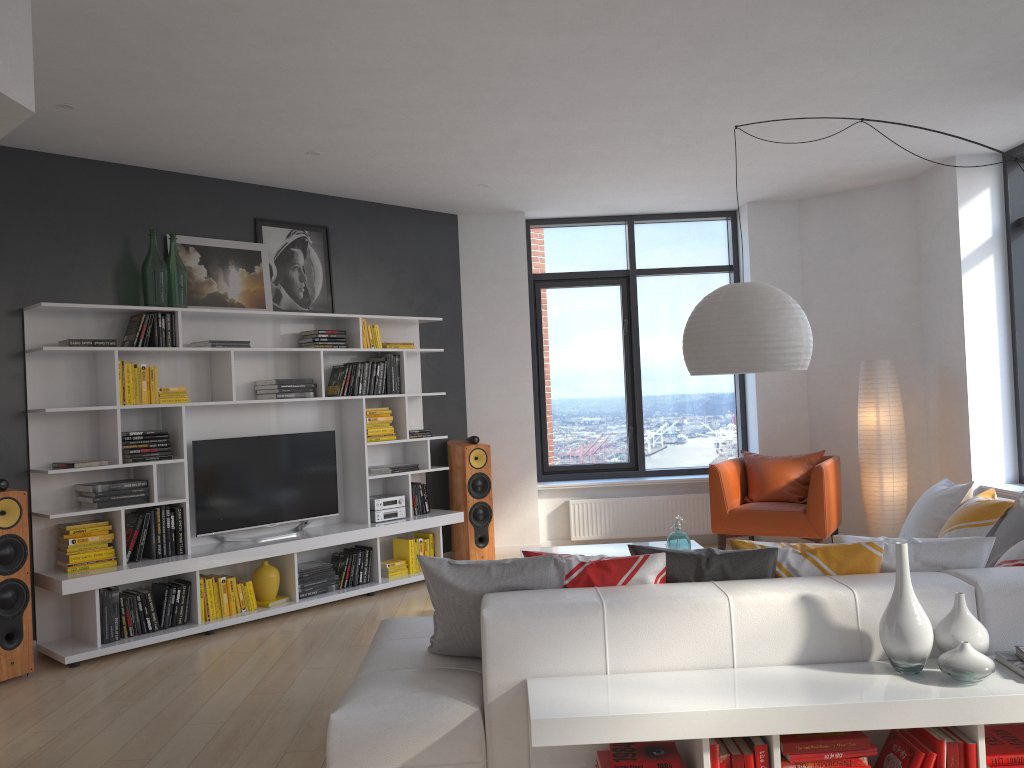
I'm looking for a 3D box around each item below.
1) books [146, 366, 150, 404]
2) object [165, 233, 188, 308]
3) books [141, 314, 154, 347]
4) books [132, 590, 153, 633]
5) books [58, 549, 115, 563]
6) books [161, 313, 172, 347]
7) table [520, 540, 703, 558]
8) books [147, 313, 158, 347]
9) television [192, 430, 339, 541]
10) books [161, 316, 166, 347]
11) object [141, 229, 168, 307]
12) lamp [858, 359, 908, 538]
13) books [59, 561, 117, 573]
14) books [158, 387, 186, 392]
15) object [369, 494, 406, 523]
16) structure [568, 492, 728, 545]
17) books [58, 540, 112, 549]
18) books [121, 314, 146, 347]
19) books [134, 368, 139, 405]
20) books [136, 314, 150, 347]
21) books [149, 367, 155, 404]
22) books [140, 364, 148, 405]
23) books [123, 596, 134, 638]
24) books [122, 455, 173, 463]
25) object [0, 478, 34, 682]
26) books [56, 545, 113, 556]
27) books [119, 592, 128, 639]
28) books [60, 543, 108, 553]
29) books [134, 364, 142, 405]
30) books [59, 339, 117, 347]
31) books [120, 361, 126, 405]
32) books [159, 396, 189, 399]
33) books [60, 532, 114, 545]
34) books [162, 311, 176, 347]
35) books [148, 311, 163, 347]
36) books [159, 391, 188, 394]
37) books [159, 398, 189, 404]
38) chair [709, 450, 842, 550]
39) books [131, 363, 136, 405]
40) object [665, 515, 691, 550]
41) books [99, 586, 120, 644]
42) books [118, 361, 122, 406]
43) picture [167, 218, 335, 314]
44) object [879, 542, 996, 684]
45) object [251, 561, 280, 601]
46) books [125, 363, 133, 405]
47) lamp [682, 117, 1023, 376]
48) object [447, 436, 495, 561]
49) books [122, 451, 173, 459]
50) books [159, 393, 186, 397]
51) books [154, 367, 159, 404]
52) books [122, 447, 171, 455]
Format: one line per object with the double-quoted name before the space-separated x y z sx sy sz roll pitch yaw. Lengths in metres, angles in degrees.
"books" -2.310 0.011 5.544 0.169 0.239 0.023 -3 -1 44
"object" -2.190 -0.727 5.753 0.157 0.507 0.157 -2 -1 -32
"books" -2.306 -0.326 5.548 0.154 0.212 0.074 -3 -1 43
"books" -2.250 1.379 5.373 0.177 0.242 0.066 -3 -1 44
"books" -2.534 1.014 5.276 0.198 0.044 0.255 -3 -1 44
"books" -2.219 -0.331 5.640 0.169 0.218 0.038 -3 -1 44
"table" 0.612 1.216 5.026 1.091 0.435 1.091 -3 -1 -1
"books" -2.273 -0.330 5.583 0.156 0.221 0.021 -3 -1 44
"television" -1.692 0.709 6.187 0.207 0.704 1.102 -3 -1 44
"books" -2.238 -0.323 5.618 0.147 0.200 0.021 -3 -1 44
"object" -2.258 -0.726 5.602 0.157 0.507 0.157 -2 -1 -32
"lamp" 3.003 0.579 6.753 0.502 1.550 0.804 -2 -1 -40
"books" -2.520 1.076 5.267 0.270 0.029 0.204 -2 -1 -41
"books" -2.198 0.037 5.655 0.138 0.026 0.186 -3 -1 44
"object" -1.006 0.950 6.789 0.270 0.174 0.285 -3 -1 44
"structure" 1.243 1.216 7.836 1.474 0.460 0.110 -3 -1 -1
"books" -2.546 0.946 5.285 0.180 0.019 0.251 -3 -1 44
"books" -2.353 -0.325 5.509 0.166 0.213 0.096 -3 -1 43
"books" -2.350 0.019 5.476 0.156 0.229 0.024 -3 -1 44
"books" -2.334 -0.324 5.536 0.171 0.214 0.087 -3 -1 45
"books" -2.290 0.012 5.559 0.172 0.234 0.024 -3 -1 44
"books" -2.329 0.006 5.522 0.185 0.250 0.035 -3 -1 44
"books" -2.331 1.384 5.306 0.189 0.240 0.053 -3 -1 45
"books" -2.282 0.466 5.521 0.189 0.026 0.263 -3 -1 43
"object" -2.867 1.057 4.830 0.434 1.088 0.290 -3 -1 29
"books" -2.548 0.985 5.284 0.263 0.015 0.198 -2 -1 -43
"books" -2.357 1.370 5.285 0.202 0.268 0.053 -3 -1 44
"books" -2.540 0.966 5.263 0.228 0.024 0.152 -2 -1 -42
"books" -2.349 0.006 5.504 0.180 0.251 0.019 -3 -1 44
"books" -2.535 -0.236 5.296 0.268 0.046 0.208 -2 -1 -42
"books" -2.420 -0.001 5.426 0.213 0.270 0.025 -3 -1 44
"books" -2.188 0.086 5.651 0.148 0.011 0.196 -3 -1 44
"books" -2.538 0.919 5.291 0.250 0.035 0.185 -2 -1 -43
"books" -2.195 -0.339 5.655 0.174 0.230 0.019 -3 -1 44
"books" -2.260 -0.336 5.604 0.176 0.232 0.025 -3 -1 44
"books" -2.185 0.057 5.648 0.134 0.014 0.187 -3 -1 44
"books" -2.184 0.109 5.647 0.147 0.033 0.190 -3 -1 44
"chair" 2.124 0.966 7.018 0.896 0.858 0.843 -3 -1 31
"books" -2.379 0.003 5.478 0.199 0.263 0.015 -3 -1 44
"object" 0.831 0.854 4.878 0.330 0.265 0.330 -3 -1 23
"books" -2.424 1.350 5.225 0.259 0.321 0.128 -3 -1 44
"books" -2.432 -0.001 5.401 0.204 0.270 0.029 -3 -1 44
"picture" -1.813 -0.834 6.292 0.076 0.707 1.279 -3 -1 44
"object" 1.304 0.690 2.750 0.316 0.398 0.319 -3 -1 23
"object" -1.658 1.321 5.970 0.185 0.257 0.185 -3 -1 22
"books" -2.399 0.006 5.454 0.198 0.255 0.044 -3 -1 44
"lamp" 2.220 0.030 3.515 3.199 2.647 0.710 -3 -1 35
"object" -0.368 0.971 7.380 0.290 1.088 0.434 -2 -1 -31
"books" -2.283 0.440 5.523 0.189 0.025 0.270 -3 -1 43
"books" -2.178 0.072 5.633 0.169 0.018 0.113 -2 -1 -44
"books" -2.274 0.012 5.581 0.172 0.234 0.024 -3 -1 44
"books" -2.303 0.414 5.531 0.209 0.030 0.266 -3 -1 43
